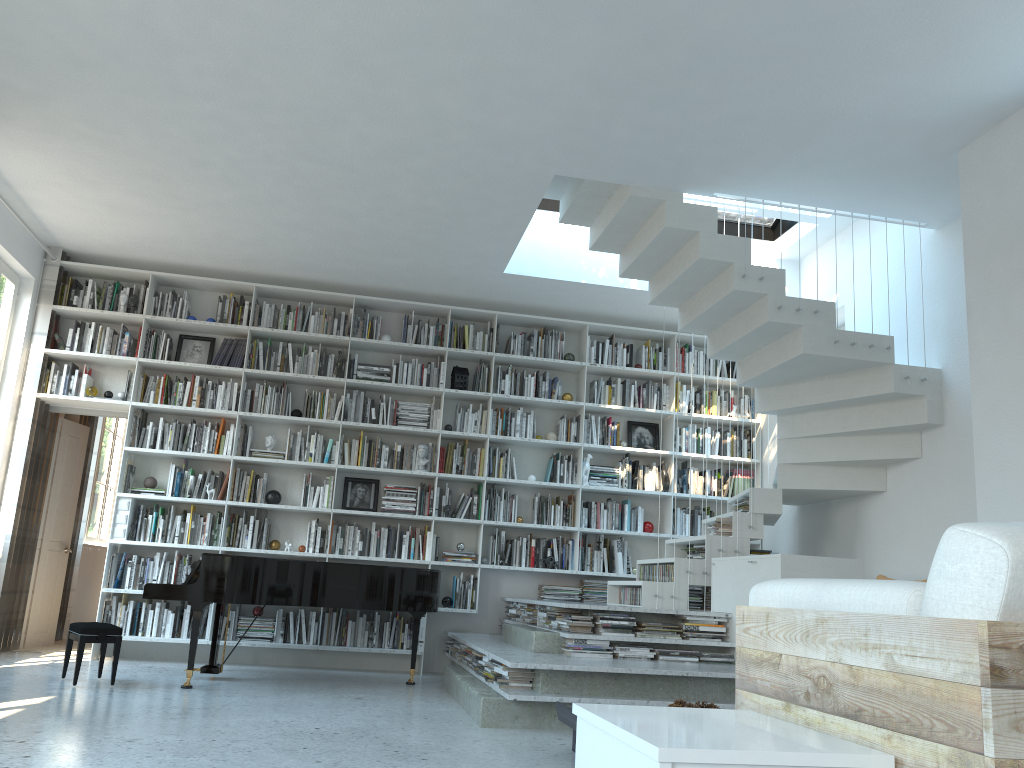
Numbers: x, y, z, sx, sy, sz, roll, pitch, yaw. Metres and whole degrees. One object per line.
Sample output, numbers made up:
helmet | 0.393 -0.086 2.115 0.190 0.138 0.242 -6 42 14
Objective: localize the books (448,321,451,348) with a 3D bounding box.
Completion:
books | -0.570 -0.408 7.969 0.008 0.278 0.171 6 -13 -10

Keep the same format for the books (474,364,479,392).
books | -0.326 -0.026 7.919 0.021 0.271 0.191 6 -13 -10

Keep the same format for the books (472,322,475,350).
books | -0.358 -0.396 8.007 0.010 0.297 0.168 6 -13 -10

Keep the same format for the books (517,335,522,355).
books | 0.051 -0.316 8.081 0.028 0.225 0.163 6 -13 -10

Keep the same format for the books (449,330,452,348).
books | -0.564 -0.366 7.984 0.016 0.204 0.143 6 -13 -10

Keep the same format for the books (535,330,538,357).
books | 0.204 -0.331 8.127 0.017 0.294 0.139 6 -13 -10

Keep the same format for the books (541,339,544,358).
books | 0.261 -0.288 8.093 0.018 0.200 0.188 6 -13 -10

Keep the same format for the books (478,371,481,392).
books | -0.304 0.010 7.946 0.024 0.216 0.169 6 -13 -10

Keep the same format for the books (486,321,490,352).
books | -0.229 -0.393 8.056 0.012 0.329 0.128 6 -13 -10

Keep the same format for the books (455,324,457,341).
books | -0.519 -0.394 7.977 0.006 0.259 0.166 6 -13 -10

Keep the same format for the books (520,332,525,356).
books | 0.080 -0.328 8.088 0.030 0.254 0.161 6 -13 -10

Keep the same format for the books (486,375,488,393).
books | -0.241 0.029 7.974 0.015 0.200 0.130 6 -13 -10

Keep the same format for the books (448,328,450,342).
books | -0.583 -0.408 7.986 0.012 0.284 0.160 6 -13 -10

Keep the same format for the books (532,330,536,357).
books | 0.186 -0.335 8.112 0.024 0.291 0.168 6 -13 -10

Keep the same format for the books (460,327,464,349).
books | -0.460 -0.377 7.976 0.015 0.233 0.171 6 -13 -10

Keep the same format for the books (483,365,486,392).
books | -0.264 -0.017 7.975 0.013 0.288 0.132 6 -13 -10

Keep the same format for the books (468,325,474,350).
books | -0.382 -0.383 8.018 0.030 0.274 0.151 6 -13 -10

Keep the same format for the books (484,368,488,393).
books | -0.245 -0.005 7.933 0.013 0.247 0.186 6 -13 -10

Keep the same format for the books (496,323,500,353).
books | -0.141 -0.379 8.036 0.019 0.303 0.176 6 -13 -10

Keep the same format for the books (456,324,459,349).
books | -0.493 -0.391 7.983 0.034 0.260 0.158 6 -13 -10

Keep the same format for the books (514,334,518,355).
books | 0.023 -0.324 8.063 0.013 0.229 0.174 6 -13 -10

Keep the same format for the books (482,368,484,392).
books | -0.269 -0.008 7.943 0.005 0.254 0.159 6 -13 -10

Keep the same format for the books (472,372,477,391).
books | -0.342 0.009 7.943 0.019 0.213 0.156 6 -13 -10

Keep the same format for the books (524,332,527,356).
books | 0.105 -0.325 8.095 0.021 0.256 0.169 6 -13 -10

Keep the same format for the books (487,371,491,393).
books | -0.215 0.014 7.934 0.008 0.213 0.224 6 -13 -10

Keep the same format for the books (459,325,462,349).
books | -0.474 -0.388 7.994 0.008 0.261 0.142 6 -13 -10

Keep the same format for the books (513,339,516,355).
books | 0.009 -0.300 8.068 0.009 0.183 0.160 6 -13 -10

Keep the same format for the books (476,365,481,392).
books | -0.313 -0.021 7.935 0.022 0.271 0.182 6 -13 -10

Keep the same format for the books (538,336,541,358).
books | 0.236 -0.302 8.102 0.018 0.230 0.160 6 -13 -10

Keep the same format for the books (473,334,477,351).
books | -0.346 -0.338 7.994 0.022 0.179 0.173 6 -13 -10

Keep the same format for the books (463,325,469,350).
books | -0.420 -0.382 7.988 0.054 0.254 0.191 6 -13 -10

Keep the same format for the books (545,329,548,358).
books | 0.295 -0.333 8.107 0.015 0.298 0.183 6 -13 -10

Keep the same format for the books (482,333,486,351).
books | -0.271 -0.338 8.027 0.025 0.203 0.162 6 -13 -10

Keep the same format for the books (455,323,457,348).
books | -0.514 -0.400 7.991 0.007 0.278 0.150 6 -13 -10

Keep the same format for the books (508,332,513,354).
books | -0.019 -0.334 8.062 0.009 0.243 0.173 6 -13 -10

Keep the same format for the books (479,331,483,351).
books | -0.294 -0.349 8.003 0.031 0.212 0.170 6 -13 -10

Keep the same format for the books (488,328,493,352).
books | -0.205 -0.360 8.020 0.029 0.252 0.186 6 -13 -10

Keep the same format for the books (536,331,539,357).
books | 0.222 -0.326 8.124 0.007 0.284 0.160 6 -13 -10

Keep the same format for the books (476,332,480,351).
books | -0.322 -0.346 8.001 0.024 0.201 0.180 6 -13 -10

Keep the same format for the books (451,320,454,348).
books | -0.547 -0.414 7.979 0.007 0.297 0.181 6 -13 -10

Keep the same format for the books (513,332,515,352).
books | -0.001 -0.334 8.084 0.012 0.254 0.134 6 -13 -10

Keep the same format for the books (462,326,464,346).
books | -0.455 -0.383 8.015 0.007 0.263 0.133 6 -13 -10

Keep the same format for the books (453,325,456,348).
books | -0.523 -0.388 7.959 0.007 0.239 0.192 6 -13 -10

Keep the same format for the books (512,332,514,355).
books | -0.011 -0.332 8.072 0.011 0.243 0.173 6 -13 -10

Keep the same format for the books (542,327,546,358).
books | 0.282 -0.345 8.124 0.007 0.328 0.184 6 -13 -10

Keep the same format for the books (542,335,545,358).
books | 0.272 -0.307 8.115 0.008 0.250 0.170 6 -13 -10

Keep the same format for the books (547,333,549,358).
books | 0.309 -0.316 8.134 0.012 0.279 0.144 6 -13 -10

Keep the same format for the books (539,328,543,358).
books | 0.250 -0.339 8.118 0.006 0.311 0.179 6 -13 -10

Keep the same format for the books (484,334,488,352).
books | -0.247 -0.332 8.022 0.022 0.193 0.182 6 -13 -10

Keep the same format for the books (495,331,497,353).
books | -0.166 -0.343 8.033 0.033 0.229 0.176 6 -13 -10

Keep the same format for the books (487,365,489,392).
books | -0.226 -0.017 7.975 0.005 0.291 0.130 6 -13 -10

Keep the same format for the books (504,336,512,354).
books | -0.046 -0.319 8.046 0.046 0.206 0.183 6 -13 -10

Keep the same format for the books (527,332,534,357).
books | 0.164 -0.326 8.082 0.028 0.257 0.185 6 -13 -10

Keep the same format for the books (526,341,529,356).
books | 0.126 -0.287 8.109 0.031 0.190 0.132 6 -13 -10

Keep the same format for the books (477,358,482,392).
books | -0.306 -0.050 7.958 0.025 0.338 0.143 6 -13 -10

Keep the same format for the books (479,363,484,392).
books | -0.288 -0.028 7.934 0.021 0.287 0.179 6 -13 -10

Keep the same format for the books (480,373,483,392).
books | -0.281 0.015 7.947 0.013 0.210 0.140 6 -13 -10

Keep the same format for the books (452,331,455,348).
books | -0.540 -0.361 7.976 0.015 0.192 0.160 6 -13 -10

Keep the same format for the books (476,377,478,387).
books | -0.330 0.019 7.950 0.022 0.199 0.143 6 -13 -10
